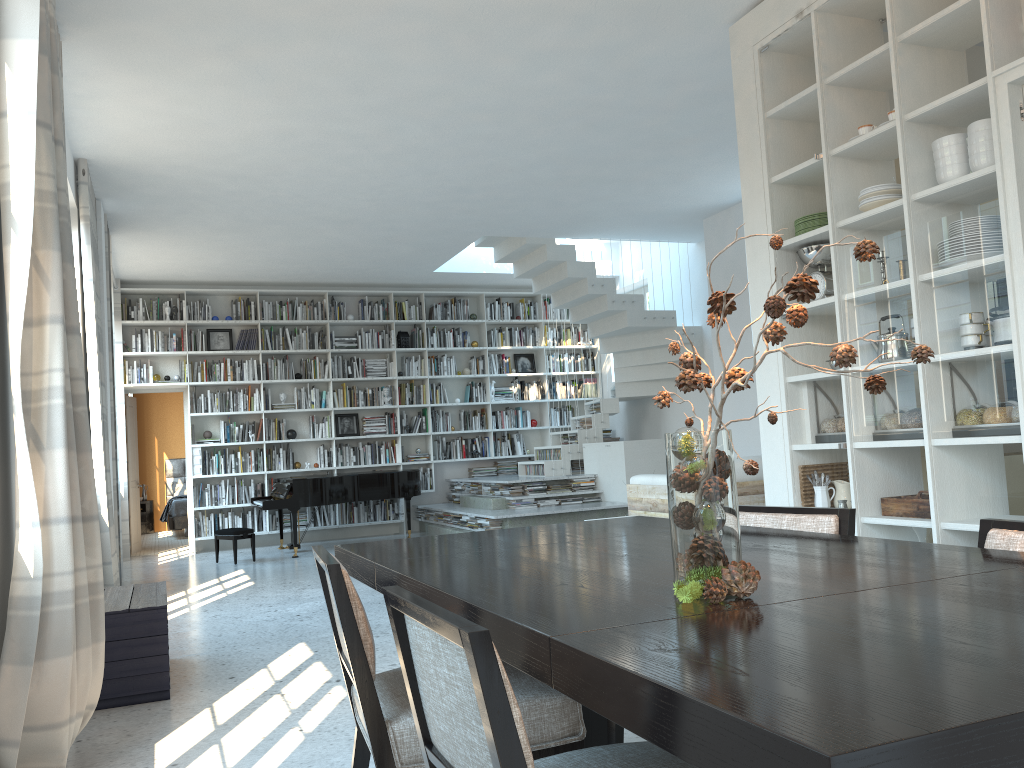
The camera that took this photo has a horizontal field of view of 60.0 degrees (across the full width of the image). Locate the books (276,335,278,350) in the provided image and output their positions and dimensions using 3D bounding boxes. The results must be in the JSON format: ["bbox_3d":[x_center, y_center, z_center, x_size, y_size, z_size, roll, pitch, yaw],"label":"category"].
[{"bbox_3d":[-2.942,-0.496,11.057,0.024,0.201,0.153,-2,-4,-22],"label":"books"}]

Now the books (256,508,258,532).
[{"bbox_3d":[-3.111,1.643,10.792,0.012,0.303,0.165,-2,-4,-22],"label":"books"}]

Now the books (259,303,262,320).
[{"bbox_3d":[-3.126,-0.875,11.006,0.029,0.237,0.156,-2,-4,-22],"label":"books"}]

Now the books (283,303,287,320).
[{"bbox_3d":[-2.845,-0.882,11.126,0.013,0.234,0.155,-2,-4,-22],"label":"books"}]

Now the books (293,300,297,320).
[{"bbox_3d":[-2.742,-0.905,11.158,0.052,0.272,0.172,-2,-4,-22],"label":"books"}]

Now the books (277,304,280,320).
[{"bbox_3d":[-2.936,-0.878,11.113,0.025,0.234,0.129,-2,-4,-22],"label":"books"}]

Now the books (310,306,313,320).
[{"bbox_3d":[-2.548,-0.876,11.219,0.026,0.200,0.187,-2,-4,-22],"label":"books"}]

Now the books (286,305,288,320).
[{"bbox_3d":[-2.830,-0.874,11.123,0.011,0.215,0.160,-2,-4,-22],"label":"books"}]

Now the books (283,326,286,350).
[{"bbox_3d":[-2.852,-0.555,11.109,0.013,0.315,0.135,-2,-4,-22],"label":"books"}]

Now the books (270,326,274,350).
[{"bbox_3d":[-2.984,-0.553,11.029,0.012,0.314,0.171,-2,-4,-22],"label":"books"}]

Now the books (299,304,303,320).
[{"bbox_3d":[-2.668,-0.888,11.201,0.026,0.235,0.134,-2,-4,-22],"label":"books"}]

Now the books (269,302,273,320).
[{"bbox_3d":[-3.011,-0.886,11.057,0.023,0.251,0.170,-2,-4,-22],"label":"books"}]

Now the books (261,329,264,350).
[{"bbox_3d":[-3.093,-0.533,10.996,0.013,0.283,0.159,-2,-4,-22],"label":"books"}]

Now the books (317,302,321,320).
[{"bbox_3d":[-2.461,-0.907,11.289,0.029,0.261,0.151,-2,-4,-22],"label":"books"}]

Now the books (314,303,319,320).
[{"bbox_3d":[-2.483,-0.895,11.270,0.026,0.237,0.149,-2,-4,-22],"label":"books"}]

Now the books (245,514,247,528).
[{"bbox_3d":[-3.236,1.694,10.763,0.024,0.214,0.137,-2,-4,-22],"label":"books"}]

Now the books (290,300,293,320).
[{"bbox_3d":[-2.773,-0.906,11.148,0.013,0.276,0.164,-2,-4,-22],"label":"books"}]

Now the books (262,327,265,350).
[{"bbox_3d":[-3.089,-0.544,11.021,0.014,0.308,0.130,-2,-4,-22],"label":"books"}]

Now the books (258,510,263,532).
[{"bbox_3d":[-3.082,1.668,10.826,0.065,0.256,0.156,-2,-4,-22],"label":"books"}]

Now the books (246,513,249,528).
[{"bbox_3d":[-3.210,1.687,10.761,0.022,0.224,0.141,-2,-4,-22],"label":"books"}]

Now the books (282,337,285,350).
[{"bbox_3d":[-2.867,-0.488,11.089,0.034,0.180,0.160,-2,-4,-22],"label":"books"}]

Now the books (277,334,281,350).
[{"bbox_3d":[-2.915,-0.506,11.061,0.029,0.218,0.158,-2,-4,-22],"label":"books"}]

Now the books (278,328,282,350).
[{"bbox_3d":[-2.893,-0.544,11.073,0.023,0.293,0.156,-2,-4,-22],"label":"books"}]

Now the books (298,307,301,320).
[{"bbox_3d":[-2.690,-0.865,11.181,0.031,0.190,0.181,-2,-4,-22],"label":"books"}]

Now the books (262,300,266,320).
[{"bbox_3d":[-3.091,-0.895,11.048,0.021,0.279,0.141,-2,-4,-22],"label":"books"}]

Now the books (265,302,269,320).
[{"bbox_3d":[-3.059,-0.886,11.040,0.031,0.254,0.145,-2,-4,-22],"label":"books"}]

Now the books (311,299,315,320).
[{"bbox_3d":[-2.530,-0.918,11.249,0.013,0.285,0.160,-2,-4,-22],"label":"books"}]

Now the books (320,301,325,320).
[{"bbox_3d":[-2.413,-0.912,11.295,0.014,0.267,0.171,-2,-4,-22],"label":"books"}]

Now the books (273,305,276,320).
[{"bbox_3d":[-2.968,-0.867,11.055,0.029,0.207,0.178,-2,-4,-22],"label":"books"}]

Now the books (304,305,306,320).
[{"bbox_3d":[-2.632,-0.877,11.225,0.029,0.213,0.141,-2,-4,-22],"label":"books"}]

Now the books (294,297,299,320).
[{"bbox_3d":[-2.717,-0.926,11.184,0.014,0.315,0.166,-2,-4,-22],"label":"books"}]

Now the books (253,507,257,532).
[{"bbox_3d":[-3.127,1.648,10.788,0.021,0.295,0.188,-2,-4,-22],"label":"books"}]

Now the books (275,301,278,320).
[{"bbox_3d":[-2.944,-0.894,11.083,0.010,0.264,0.160,-2,-4,-22],"label":"books"}]

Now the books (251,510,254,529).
[{"bbox_3d":[-3.165,1.667,10.803,0.040,0.264,0.137,-2,-4,-22],"label":"books"}]

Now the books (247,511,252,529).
[{"bbox_3d":[-3.187,1.670,10.769,0.027,0.256,0.179,-2,-4,-22],"label":"books"}]

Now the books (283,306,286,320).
[{"bbox_3d":[-2.866,-0.865,11.120,0.030,0.201,0.152,-2,-4,-22],"label":"books"}]

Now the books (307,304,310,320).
[{"bbox_3d":[-2.589,-0.888,11.221,0.021,0.228,0.161,-2,-4,-22],"label":"books"}]

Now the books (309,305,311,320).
[{"bbox_3d":[-2.568,-0.879,11.215,0.013,0.207,0.178,-2,-4,-22],"label":"books"}]

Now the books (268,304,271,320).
[{"bbox_3d":[-3.031,-0.870,11.045,0.023,0.220,0.181,-2,-4,-22],"label":"books"}]

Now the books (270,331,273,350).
[{"bbox_3d":[-2.996,-0.524,11.031,0.011,0.259,0.157,-2,-4,-22],"label":"books"}]

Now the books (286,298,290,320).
[{"bbox_3d":[-2.812,-0.916,11.137,0.010,0.298,0.151,-2,-4,-22],"label":"books"}]

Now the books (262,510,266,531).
[{"bbox_3d":[-3.040,1.657,10.845,0.027,0.276,0.143,-2,-4,-22],"label":"books"}]

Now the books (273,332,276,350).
[{"bbox_3d":[-2.963,-0.517,11.036,0.031,0.241,0.181,-2,-4,-22],"label":"books"}]

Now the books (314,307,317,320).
[{"bbox_3d":[-2.504,-0.869,11.249,0.031,0.184,0.177,-2,-4,-22],"label":"books"}]

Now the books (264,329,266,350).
[{"bbox_3d":[-3.069,-0.535,11.004,0.010,0.287,0.148,-2,-4,-22],"label":"books"}]

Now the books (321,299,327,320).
[{"bbox_3d":[-2.393,-0.924,11.298,0.026,0.288,0.176,-2,-4,-22],"label":"books"}]

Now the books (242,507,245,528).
[{"bbox_3d":[-3.256,1.646,10.761,0.013,0.310,0.130,-2,-4,-22],"label":"books"}]

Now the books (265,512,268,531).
[{"bbox_3d":[-3.003,1.674,10.813,0.017,0.233,0.212,-2,-4,-22],"label":"books"}]

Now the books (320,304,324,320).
[{"bbox_3d":[-2.427,-0.892,11.279,0.026,0.225,0.172,-2,-4,-22],"label":"books"}]

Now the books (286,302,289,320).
[{"bbox_3d":[-2.820,-0.892,11.129,0.013,0.251,0.183,-2,-4,-22],"label":"books"}]

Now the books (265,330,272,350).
[{"bbox_3d":[-3.036,-0.530,11.024,0.067,0.274,0.168,-2,-4,-22],"label":"books"}]

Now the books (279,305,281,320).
[{"bbox_3d":[-2.915,-0.870,11.111,0.012,0.216,0.150,-2,-4,-22],"label":"books"}]

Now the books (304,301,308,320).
[{"bbox_3d":[-2.604,-0.907,11.209,0.014,0.266,0.192,-2,-4,-22],"label":"books"}]

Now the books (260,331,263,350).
[{"bbox_3d":[-3.104,-0.520,10.975,0.023,0.256,0.175,-2,-4,-22],"label":"books"}]

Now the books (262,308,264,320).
[{"bbox_3d":[-3.105,-0.848,11.028,0.024,0.183,0.133,-2,-4,-22],"label":"books"}]

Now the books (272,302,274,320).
[{"bbox_3d":[-2.993,-0.886,11.060,0.012,0.249,0.174,-2,-4,-22],"label":"books"}]

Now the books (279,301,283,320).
[{"bbox_3d":[-2.898,-0.896,11.119,0.028,0.267,0.151,-2,-4,-22],"label":"books"}]

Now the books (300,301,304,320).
[{"bbox_3d":[-2.651,-0.905,11.210,0.014,0.269,0.156,-2,-4,-22],"label":"books"}]

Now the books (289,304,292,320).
[{"bbox_3d":[-2.796,-0.884,11.153,0.029,0.235,0.130,-2,-4,-22],"label":"books"}]
